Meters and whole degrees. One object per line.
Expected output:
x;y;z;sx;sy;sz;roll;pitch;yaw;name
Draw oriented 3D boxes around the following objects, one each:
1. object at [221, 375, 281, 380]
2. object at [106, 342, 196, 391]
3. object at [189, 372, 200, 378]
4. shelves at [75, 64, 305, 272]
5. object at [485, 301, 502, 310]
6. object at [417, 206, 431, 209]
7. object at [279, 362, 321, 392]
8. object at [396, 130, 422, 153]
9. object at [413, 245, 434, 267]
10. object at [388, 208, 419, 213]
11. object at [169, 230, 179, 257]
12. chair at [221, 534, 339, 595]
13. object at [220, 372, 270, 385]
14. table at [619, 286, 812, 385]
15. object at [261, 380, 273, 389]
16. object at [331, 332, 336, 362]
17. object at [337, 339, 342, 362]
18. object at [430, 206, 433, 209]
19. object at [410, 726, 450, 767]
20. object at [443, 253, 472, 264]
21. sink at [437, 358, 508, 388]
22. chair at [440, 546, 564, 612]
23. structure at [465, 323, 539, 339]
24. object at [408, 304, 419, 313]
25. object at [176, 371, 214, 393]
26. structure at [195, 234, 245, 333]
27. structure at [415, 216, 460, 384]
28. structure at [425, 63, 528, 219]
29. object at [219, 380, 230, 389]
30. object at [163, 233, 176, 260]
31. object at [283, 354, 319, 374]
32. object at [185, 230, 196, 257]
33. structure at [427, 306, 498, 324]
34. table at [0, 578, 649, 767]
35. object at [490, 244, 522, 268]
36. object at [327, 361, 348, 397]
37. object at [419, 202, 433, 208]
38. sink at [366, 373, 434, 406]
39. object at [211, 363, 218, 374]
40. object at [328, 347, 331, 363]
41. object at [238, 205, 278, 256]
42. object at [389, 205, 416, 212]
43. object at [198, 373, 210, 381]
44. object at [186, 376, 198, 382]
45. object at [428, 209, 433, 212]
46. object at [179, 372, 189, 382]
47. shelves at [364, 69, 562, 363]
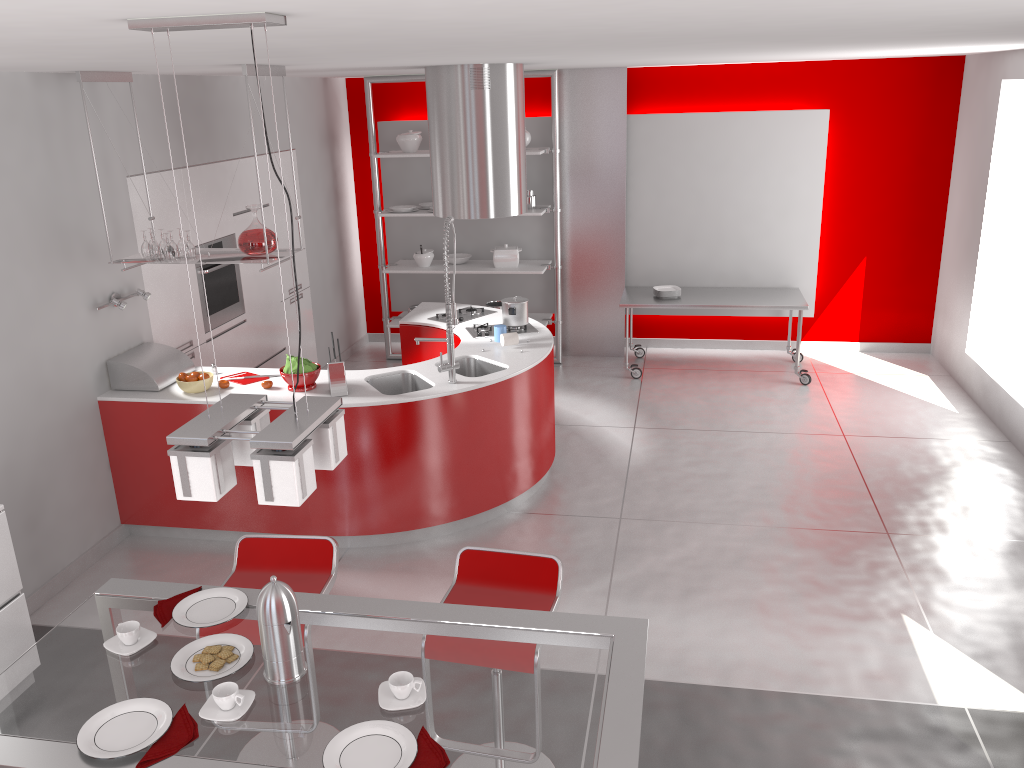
-1.515;-0.044;5.217;0.375;0.008;0.041;-6;19;-11;object
-2.111;-0.107;5.210;0.300;0.170;0.400;2;19;11;object
-1.804;-0.045;5.051;0.066;0.049;0.062;1;18;8;object
-1.684;-1.148;4.746;0.934;1.023;0.462;2;19;11;shelves
-0.123;-0.667;8.218;0.240;0.161;0.259;-4;18;-6;object
-0.735;-1.628;8.174;0.280;0.015;0.280;-18;24;-39;object
-1.187;-0.034;4.997;0.229;0.118;0.228;-8;19;-17;object
-0.912;-2.154;7.875;0.231;0.191;0.231;-16;23;-36;object
-0.812;-1.186;8.149;0.192;0.214;0.192;-3;18;-2;object
-0.983;-1.564;8.006;0.280;0.015;0.280;-18;24;-39;object
-1.862;-0.769;4.861;0.060;0.141;0.060;2;19;11;object
-0.867;1.045;3.330;0.418;0.857;0.460;0;18;6;chair
-1.572;-0.034;5.213;0.266;0.006;0.168;12;23;36;object
1.784;-0.449;7.852;1.627;0.682;0.749;2;19;12;table
-1.387;0.001;5.022;0.064;0.048;0.063;-5;19;-10;object
-0.972;-0.119;4.883;0.014;0.322;0.150;-8;19;-17;object
-0.943;-0.104;4.887;0.012;0.279;0.130;-8;19;-17;object
-0.612;-1.562;7.918;0.244;0.042;0.244;-3;18;-4;object
-0.188;0.854;2.001;0.095;0.012;0.234;1;19;9;object
-0.508;-1.157;8.257;0.272;0.072;0.272;-10;20;-23;object
-0.239;-0.010;5.353;0.326;0.172;0.428;-17;23;-37;sink
-0.047;1.070;3.171;0.418;0.857;0.460;3;19;15;chair
-0.072;-0.386;6.076;0.457;0.037;0.303;-6;19;-13;structure
-0.851;-0.688;8.402;0.308;0.130;0.407;4;19;18;object
-1.788;-0.002;5.016;0.201;0.086;0.201;2;19;12;object
-2.047;-0.720;6.269;0.050;0.589;0.599;2;19;11;structure
-0.382;-0.461;4.927;0.308;0.920;0.178;-14;22;-33;structure
-0.231;-1.623;5.928;0.644;0.958;0.644;-9;20;-21;structure
-1.642;0.002;5.051;0.065;0.047;0.063;2;19;10;object
-1.852;-0.742;4.780;0.060;0.141;0.060;-6;19;-11;object
-1.179;-0.085;4.979;0.198;0.182;0.193;4;19;16;object
-1.764;-0.766;4.844;0.060;0.141;0.060;2;19;11;object
-0.362;-0.519;6.505;0.303;0.037;0.457;13;24;39;structure
-0.504;1.244;2.463;1.700;1.000;0.800;2;19;11;table
-0.053;-1.173;8.064;0.282;0.197;0.235;-2;18;1;object
-0.963;-0.038;4.882;0.091;0.178;0.137;-7;19;-15;object
-0.736;-1.641;8.169;0.244;0.042;0.244;-1;18;3;object
-0.640;0.088;5.096;0.326;0.172;0.428;-11;21;-26;sink
-1.785;-0.091;5.310;0.043;0.066;0.042;6;20;23;object
-0.995;-0.100;4.872;0.009;0.197;0.091;-8;19;-17;object
-1.386;-0.834;4.813;0.213;0.266;0.213;13;23;37;object
-0.984;-1.577;8.002;0.244;0.042;0.244;-3;18;-4;object
-1.745;-0.037;5.021;0.066;0.049;0.062;4;19;18;object
-1.802;-0.026;4.992;0.065;0.052;0.062;-3;18;-4;object
-0.611;-1.549;7.923;0.280;0.015;0.280;13;24;38;object
-1.856;-0.037;5.018;0.055;0.058;0.066;-3;18;-3;object
-0.416;-1.451;8.050;1.735;2.599;0.535;2;19;11;shelves
